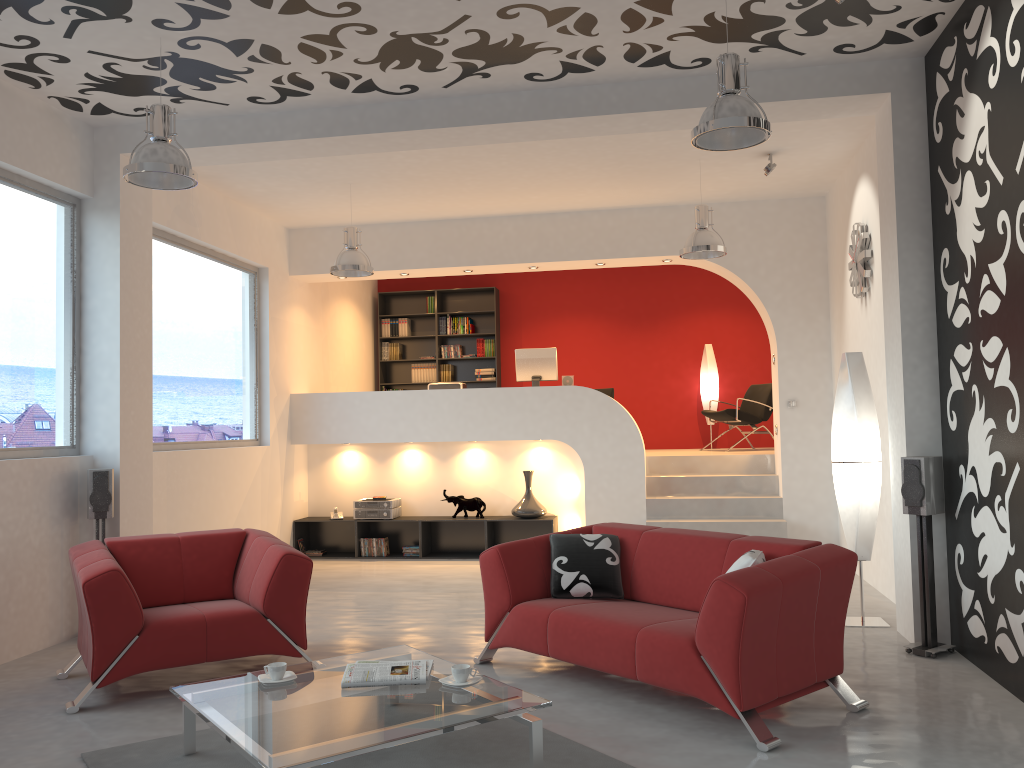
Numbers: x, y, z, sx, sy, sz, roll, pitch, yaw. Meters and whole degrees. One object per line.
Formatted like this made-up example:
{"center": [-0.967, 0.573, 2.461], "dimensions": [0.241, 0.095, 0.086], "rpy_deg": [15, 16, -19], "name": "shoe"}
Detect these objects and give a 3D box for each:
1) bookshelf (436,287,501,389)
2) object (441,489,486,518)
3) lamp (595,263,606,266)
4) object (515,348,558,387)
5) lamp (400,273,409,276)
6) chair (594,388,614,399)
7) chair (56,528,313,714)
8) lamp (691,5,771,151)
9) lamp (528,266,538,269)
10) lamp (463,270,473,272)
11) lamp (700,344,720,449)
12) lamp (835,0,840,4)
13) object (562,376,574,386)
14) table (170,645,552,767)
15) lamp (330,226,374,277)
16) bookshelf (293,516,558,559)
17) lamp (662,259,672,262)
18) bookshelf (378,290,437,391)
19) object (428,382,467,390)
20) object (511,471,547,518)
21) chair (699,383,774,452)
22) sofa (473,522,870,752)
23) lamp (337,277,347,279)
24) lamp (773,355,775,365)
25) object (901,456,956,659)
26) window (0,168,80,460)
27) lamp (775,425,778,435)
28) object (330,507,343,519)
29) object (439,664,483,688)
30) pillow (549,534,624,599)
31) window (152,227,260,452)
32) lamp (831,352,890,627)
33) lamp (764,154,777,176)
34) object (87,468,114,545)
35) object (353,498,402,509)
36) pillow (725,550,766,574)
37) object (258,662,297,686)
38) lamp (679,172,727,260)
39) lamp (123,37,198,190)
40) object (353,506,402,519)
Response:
{"center": [-0.578, -0.175, 12.002], "dimensions": [0.816, 2.213, 0.305], "rpy_deg": [-2, -3, 10], "name": "bookshelf"}
{"center": [-0.505, 1.254, 9.305], "dimensions": [0.507, 0.296, 0.191], "rpy_deg": [-3, -3, 25], "name": "object"}
{"center": [0.915, -1.236, 9.166], "dimensions": [0.105, 0.011, 0.105], "rpy_deg": [-1, -3, -2], "name": "lamp"}
{"center": [0.269, -0.160, 9.638], "dimensions": [0.458, 0.452, 0.230], "rpy_deg": [-2, -3, 10], "name": "object"}
{"center": [-1.155, -1.175, 9.515], "dimensions": [0.105, 0.011, 0.105], "rpy_deg": [-1, -3, -2], "name": "lamp"}
{"center": [0.845, 0.446, 10.836], "dimensions": [0.664, 0.795, 0.768], "rpy_deg": [-3, -3, 30], "name": "chair"}
{"center": [-1.807, 1.245, 4.965], "dimensions": [1.288, 0.738, 0.951], "rpy_deg": [0, -3, -30], "name": "chair"}
{"center": [1.055, -1.588, 4.329], "dimensions": [0.379, 0.800, 0.379], "rpy_deg": [-1, -3, 2], "name": "lamp"}
{"center": [0.225, -1.216, 9.282], "dimensions": [0.105, 0.011, 0.105], "rpy_deg": [-1, -3, -2], "name": "lamp"}
{"center": [-0.465, -1.195, 9.399], "dimensions": [0.105, 0.011, 0.105], "rpy_deg": [-1, -3, -2], "name": "lamp"}
{"center": [2.547, 0.162, 11.413], "dimensions": [0.237, 1.349, 0.237], "rpy_deg": [-2, -3, 18], "name": "lamp"}
{"center": [1.594, -1.912, 4.241], "dimensions": [0.118, 0.176, 0.112], "rpy_deg": [1, -4, -38], "name": "lamp"}
{"center": [0.605, -0.015, 9.625], "dimensions": [0.133, 0.147, 0.151], "rpy_deg": [-1, -3, -7], "name": "object"}
{"center": [-0.626, 1.366, 3.494], "dimensions": [1.097, 0.286, 1.162], "rpy_deg": [1, -3, -35], "name": "table"}
{"center": [-1.410, -1.365, 7.783], "dimensions": [0.379, 0.800, 0.379], "rpy_deg": [0, -3, -19], "name": "lamp"}
{"center": [-0.911, 1.611, 9.333], "dimensions": [2.764, 0.397, 0.405], "rpy_deg": [-2, -3, 10], "name": "bookshelf"}
{"center": [1.586, -1.256, 9.053], "dimensions": [0.105, 0.011, 0.105], "rpy_deg": [-1, -3, -2], "name": "lamp"}
{"center": [-1.382, -0.151, 12.138], "dimensions": [0.816, 2.213, 0.305], "rpy_deg": [-2, -3, 10], "name": "bookshelf"}
{"center": [-0.694, 0.098, 9.871], "dimensions": [0.397, 0.217, 0.458], "rpy_deg": [-2, -3, 10], "name": "object"}
{"center": [0.174, 1.140, 9.171], "dimensions": [0.369, 0.481, 0.369], "rpy_deg": [0, -3, -25], "name": "object"}
{"center": [2.717, 0.393, 10.580], "dimensions": [0.768, 0.795, 0.664], "rpy_deg": [0, -3, -15], "name": "chair"}
{"center": [0.726, 1.172, 4.592], "dimensions": [0.951, 0.738, 1.929], "rpy_deg": [1, -4, -40], "name": "sofa"}
{"center": [-1.845, -1.154, 9.631], "dimensions": [0.105, 0.011, 0.105], "rpy_deg": [-2, -3, 13], "name": "lamp"}
{"center": [2.607, -0.243, 8.834], "dimensions": [0.011, 0.105, 0.105], "rpy_deg": [-2, -3, 10], "name": "lamp"}
{"center": [2.360, 0.972, 5.059], "dimensions": [0.229, 1.112, 0.214], "rpy_deg": [1, -3, -35], "name": "object"}
{"center": [-3.261, -0.455, 5.016], "dimensions": [0.100, 1.800, 2.400], "rpy_deg": [-2, -3, 10], "name": "window"}
{"center": [2.622, 0.456, 8.799], "dimensions": [0.011, 0.105, 0.105], "rpy_deg": [-2, -3, 10], "name": "lamp"}
{"center": [-1.863, 1.369, 9.423], "dimensions": [0.130, 0.117, 0.146], "rpy_deg": [0, -3, -15], "name": "object"}
{"center": [-0.209, 1.185, 3.610], "dimensions": [0.153, 0.069, 0.153], "rpy_deg": [-3, -3, 36], "name": "object"}
{"center": [0.415, 1.020, 4.972], "dimensions": [0.402, 0.343, 0.288], "rpy_deg": [-1, -3, 2], "name": "pillow"}
{"center": [-2.793, -0.329, 7.774], "dimensions": [0.100, 1.800, 2.400], "rpy_deg": [-2, -3, 10], "name": "window"}
{"center": [2.291, 0.680, 5.879], "dimensions": [0.313, 1.779, 0.313], "rpy_deg": [-2, -3, 18], "name": "lamp"}
{"center": [2.095, -1.777, 7.196], "dimensions": [0.118, 0.176, 0.112], "rpy_deg": [1, -4, -38], "name": "lamp"}
{"center": [-2.742, 1.124, 5.910], "dimensions": [0.214, 1.112, 0.229], "rpy_deg": [0, -3, -25], "name": "object"}
{"center": [-1.431, 1.271, 9.442], "dimensions": [0.430, 0.077, 0.349], "rpy_deg": [-2, -3, 10], "name": "object"}
{"center": [1.057, 0.968, 4.210], "dimensions": [0.288, 0.343, 0.402], "rpy_deg": [-2, -3, 17], "name": "pillow"}
{"center": [-0.979, 1.206, 3.702], "dimensions": [0.153, 0.069, 0.153], "rpy_deg": [0, -3, -24], "name": "object"}
{"center": [1.556, -1.454, 7.284], "dimensions": [0.379, 0.800, 0.379], "rpy_deg": [0, -3, -19], "name": "lamp"}
{"center": [-1.911, -1.500, 4.829], "dimensions": [0.379, 0.800, 0.379], "rpy_deg": [-3, -4, 38], "name": "lamp"}
{"center": [-1.430, 1.369, 9.429], "dimensions": [0.430, 0.100, 0.365], "rpy_deg": [-2, -3, 10], "name": "object"}
